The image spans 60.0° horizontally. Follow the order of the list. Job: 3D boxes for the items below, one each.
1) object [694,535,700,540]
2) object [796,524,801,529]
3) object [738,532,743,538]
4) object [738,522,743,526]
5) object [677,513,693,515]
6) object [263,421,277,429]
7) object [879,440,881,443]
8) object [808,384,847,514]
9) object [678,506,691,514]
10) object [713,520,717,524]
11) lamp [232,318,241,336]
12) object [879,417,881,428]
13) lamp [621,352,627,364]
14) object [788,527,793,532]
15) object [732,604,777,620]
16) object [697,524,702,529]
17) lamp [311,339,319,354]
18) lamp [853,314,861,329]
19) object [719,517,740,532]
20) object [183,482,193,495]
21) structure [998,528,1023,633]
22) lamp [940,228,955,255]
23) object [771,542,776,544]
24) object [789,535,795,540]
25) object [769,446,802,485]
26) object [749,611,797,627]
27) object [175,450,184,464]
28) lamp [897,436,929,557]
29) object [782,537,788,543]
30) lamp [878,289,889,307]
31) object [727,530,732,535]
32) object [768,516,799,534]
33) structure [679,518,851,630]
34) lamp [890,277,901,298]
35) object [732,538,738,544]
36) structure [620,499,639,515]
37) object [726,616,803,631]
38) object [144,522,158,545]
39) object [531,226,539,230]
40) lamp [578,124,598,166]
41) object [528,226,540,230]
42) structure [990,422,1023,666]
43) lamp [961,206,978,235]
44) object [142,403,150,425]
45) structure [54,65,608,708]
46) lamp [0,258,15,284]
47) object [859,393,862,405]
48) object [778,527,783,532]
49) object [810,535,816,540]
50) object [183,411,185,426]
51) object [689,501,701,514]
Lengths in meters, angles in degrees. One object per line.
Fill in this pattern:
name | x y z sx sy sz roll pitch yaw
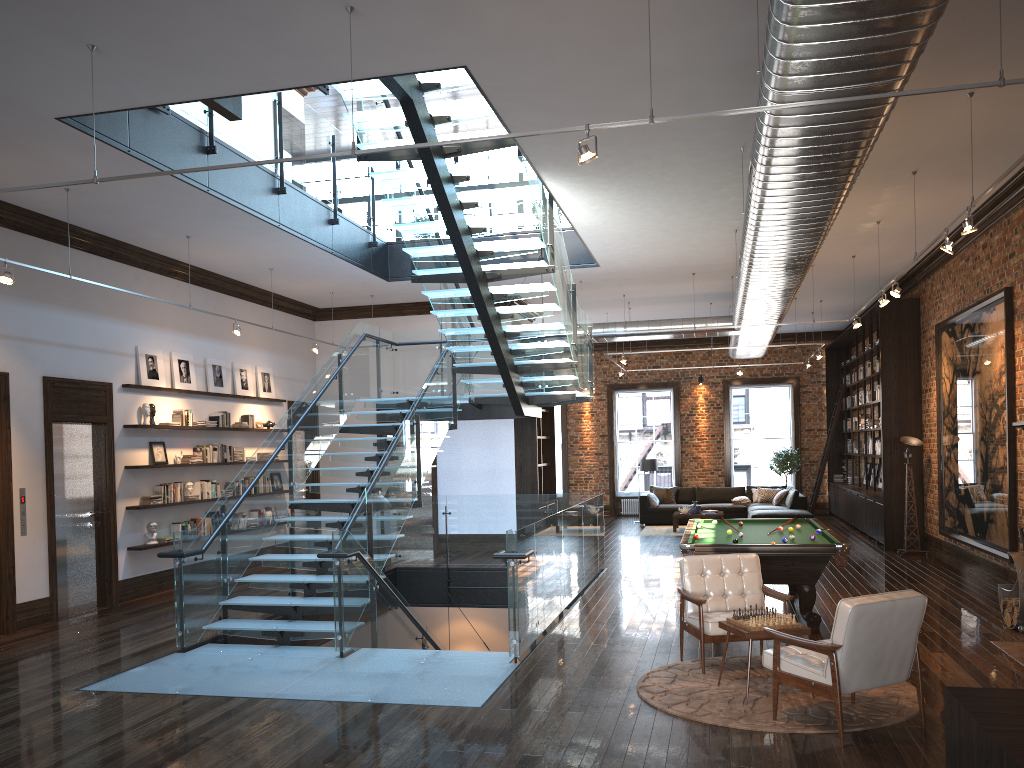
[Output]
object | 1.907 1.582 9.152 0.057 0.057 0.057 0 -2 -30
object | 3.224 1.610 9.991 0.057 0.057 0.057 0 -2 -32
object | 2.388 1.578 9.265 0.057 0.057 0.057 -1 -2 -17
object | 2.714 1.661 10.520 0.057 0.057 0.057 -1 -2 -29
object | 3.547 2.665 18.216 0.267 0.018 0.201 -5 -5 37
object | -3.911 0.652 14.192 0.281 0.136 0.124 0 -2 -20
object | 7.012 1.192 16.709 0.166 0.282 0.015 -2 1 13
object | 7.195 1.558 20.304 0.897 3.077 0.495 -1 1 13
object | 3.557 2.595 18.223 0.218 0.159 0.219 0 -3 -35
object | 2.484 1.691 10.852 0.057 0.057 0.057 -2 -2 14
lamp | -3.585 -0.737 11.527 0.114 0.230 0.113 -1 0 -33
object | 6.681 0.645 16.024 0.069 0.288 0.117 -1 0 6
lamp | 2.125 -0.488 16.908 0.114 0.230 0.113 -2 0 34
object | 3.048 1.593 9.700 0.057 0.057 0.057 -2 -2 13
object | 1.757 1.641 6.411 0.334 0.101 0.076 -1 -1 -12
object | 2.188 1.661 10.337 0.057 0.057 0.057 -2 -2 12
lamp | -3.062 -0.586 13.771 0.113 0.230 0.114 -1 0 -31
lamp | 4.833 -0.884 12.418 0.113 0.230 0.114 -2 0 27
object | 2.548 1.644 10.340 0.028 0.072 1.609 -1 -4 5
object | -4.416 1.423 12.121 0.147 0.188 0.127 -2 -1 29
structure | 4.823 1.787 8.075 0.538 0.919 0.927 -2 -2 13
lamp | 3.697 -1.212 7.542 0.114 0.230 0.113 -1 0 -13
object | 2.449 1.506 8.309 0.057 0.057 0.057 -2 -2 31
object | 2.809 1.540 8.899 0.057 0.057 0.057 0 -2 -38
object | 6.552 2.413 21.285 0.812 1.864 0.800 -1 0 21
object | 1.810 1.621 6.158 0.334 0.101 0.076 -1 -1 -12
object | -4.483 0.985 11.963 0.122 0.187 0.059 -1 0 -41
lamp | 6.096 1.705 13.492 0.425 1.827 0.505 -1 0 18
object | 2.667 1.527 8.664 0.057 0.057 0.057 -2 -2 18
lamp | 4.366 -1.020 10.406 0.114 0.230 0.113 -1 0 -8
object | 2.350 1.602 9.577 0.057 0.057 0.057 0 -2 -40
object | 3.128 1.619 10.204 0.028 0.072 1.606 -1 -4 29
structure | 2.670 1.995 9.630 1.553 0.851 2.961 -2 -4 13
lamp | 4.217 -1.063 9.758 0.113 0.230 0.114 -2 0 42
object | 2.187 1.540 8.680 0.057 0.057 0.057 -2 -2 18
structure | 3.383 3.097 22.422 1.302 0.395 0.216 -2 -1 13
object | 1.785 1.693 6.286 0.388 0.028 0.389 -1 -4 -12
object | -4.604 1.901 11.308 0.165 0.282 0.171 -1 -1 -18
object | 0.724 -2.844 18.097 0.799 1.864 0.813 -1 0 -34
lamp | 0.420 -1.321 4.918 0.113 0.230 0.114 -1 0 2
object | 0.576 -2.597 13.958 0.541 0.769 0.519 -2 -1 23
structure | 4.354 1.214 6.710 0.887 1.906 2.001 -1 -2 13
lamp | 3.541 -1.266 6.871 0.117 0.213 0.117 -1 -1 -35
object | -4.650 0.386 11.269 0.098 0.288 0.098 -2 0 -34
structure | -1.042 0.766 9.875 3.578 14.494 7.044 -1 0 13
lamp | -4.455 -0.987 7.802 0.114 0.230 0.113 -1 0 -8
object | 7.248 0.318 18.434 0.075 0.255 0.087 -1 0 3
object | 2.962 1.601 9.779 0.057 0.057 0.057 -1 -2 -22
object | 2.996 1.531 8.838 0.057 0.057 0.057 -3 -2 35
object | -4.475 0.466 11.938 0.154 0.207 0.010 -2 1 13
object | 3.785 2.552 18.339 0.215 0.251 0.216 0 -2 -44
